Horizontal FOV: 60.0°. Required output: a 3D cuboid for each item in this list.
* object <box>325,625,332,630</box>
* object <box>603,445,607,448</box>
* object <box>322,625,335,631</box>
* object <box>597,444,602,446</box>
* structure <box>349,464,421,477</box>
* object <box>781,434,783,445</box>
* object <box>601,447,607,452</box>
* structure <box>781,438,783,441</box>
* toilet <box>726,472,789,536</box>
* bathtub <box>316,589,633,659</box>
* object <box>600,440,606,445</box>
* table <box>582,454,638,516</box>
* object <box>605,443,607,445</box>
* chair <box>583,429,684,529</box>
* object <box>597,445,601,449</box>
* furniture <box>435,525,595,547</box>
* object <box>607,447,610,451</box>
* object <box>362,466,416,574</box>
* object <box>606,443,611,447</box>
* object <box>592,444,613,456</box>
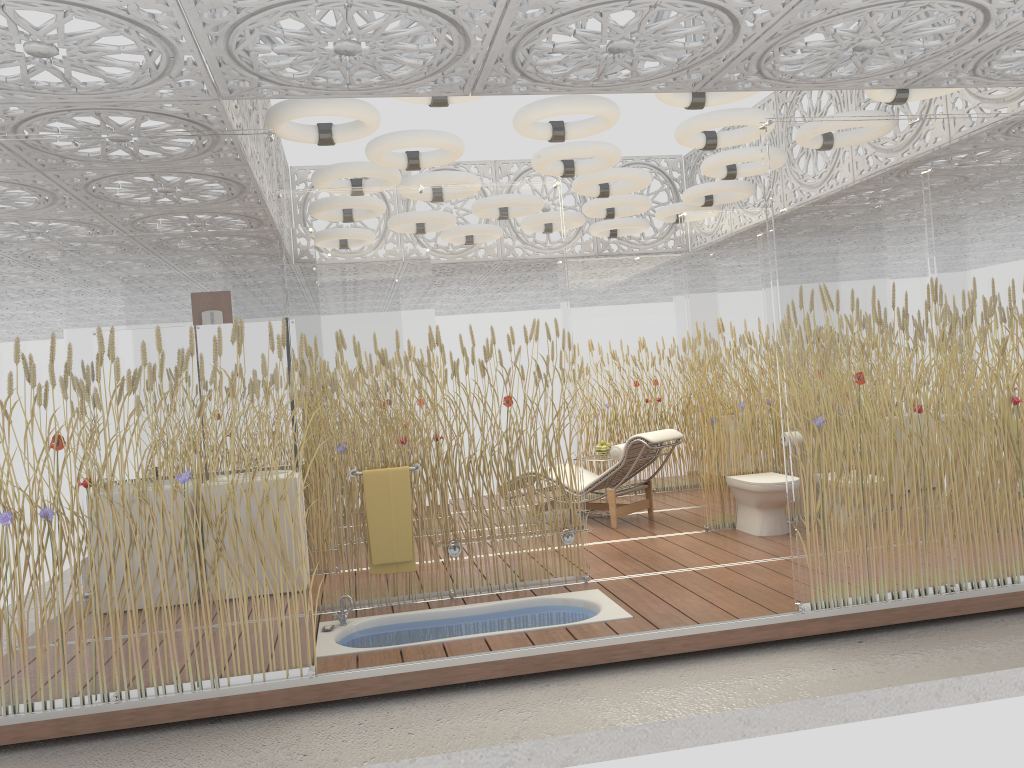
[{"bbox_3d":[-1.043,1.381,5.034,0.035,0.016,0.066,-4,0,-1],"label":"object"},{"bbox_3d":[0.893,0.601,8.523,0.040,0.038,0.040,-4,0,-39],"label":"object"},{"bbox_3d":[-1.043,1.388,5.034,0.065,0.011,0.108,-4,0,-1],"label":"object"},{"bbox_3d":[0.843,0.598,8.538,0.044,0.043,0.040,-4,0,4],"label":"object"},{"bbox_3d":[-0.780,0.534,5.464,0.442,0.047,0.078,-4,0,-10],"label":"structure"},{"bbox_3d":[2.289,0.447,7.263,0.131,0.115,0.115,-4,0,-10],"label":"object"},{"bbox_3d":[0.879,0.626,8.492,0.058,0.058,0.058,-4,0,-43],"label":"object"},{"bbox_3d":[2.304,0.447,7.294,0.215,0.047,0.080,-4,0,-10],"label":"structure"},{"bbox_3d":[2.011,0.954,6.958,0.401,0.437,0.611,-4,0,-10],"label":"toilet"},{"bbox_3d":[-0.228,1.449,5.020,1.700,0.582,0.700,-4,0,-10],"label":"bathtub"},{"bbox_3d":[0.879,0.566,8.551,0.055,0.056,0.055,-4,0,-10],"label":"object"},{"bbox_3d":[0.908,0.968,8.612,0.420,0.535,0.420,-4,0,-40],"label":"table"},{"bbox_3d":[0.908,0.599,8.576,0.050,0.054,0.055,-4,0,-41],"label":"object"},{"bbox_3d":[0.707,0.859,8.220,1.787,0.811,0.635,-4,0,40],"label":"chair"},{"bbox_3d":[0.834,0.612,8.496,0.047,0.048,0.047,-4,0,42],"label":"object"},{"bbox_3d":[0.020,0.938,5.486,0.977,0.014,0.178,-4,0,-10],"label":"furniture"},{"bbox_3d":[0.920,0.624,8.501,0.039,0.040,0.040,-4,0,-19],"label":"object"},{"bbox_3d":[-0.750,0.841,5.439,0.283,0.656,0.042,-4,0,-10],"label":"object"},{"bbox_3d":[0.930,0.586,8.515,0.047,0.045,0.047,-4,0,-10],"label":"object"},{"bbox_3d":[0.880,0.645,8.543,0.206,0.105,0.206,-4,0,35],"label":"object"}]
